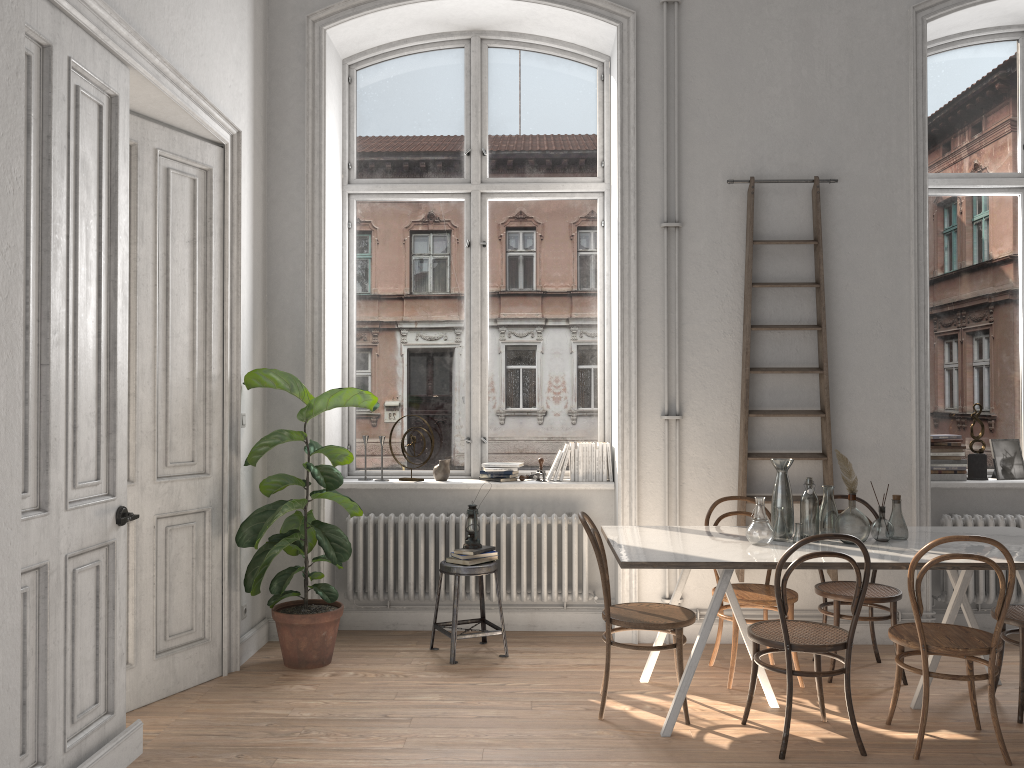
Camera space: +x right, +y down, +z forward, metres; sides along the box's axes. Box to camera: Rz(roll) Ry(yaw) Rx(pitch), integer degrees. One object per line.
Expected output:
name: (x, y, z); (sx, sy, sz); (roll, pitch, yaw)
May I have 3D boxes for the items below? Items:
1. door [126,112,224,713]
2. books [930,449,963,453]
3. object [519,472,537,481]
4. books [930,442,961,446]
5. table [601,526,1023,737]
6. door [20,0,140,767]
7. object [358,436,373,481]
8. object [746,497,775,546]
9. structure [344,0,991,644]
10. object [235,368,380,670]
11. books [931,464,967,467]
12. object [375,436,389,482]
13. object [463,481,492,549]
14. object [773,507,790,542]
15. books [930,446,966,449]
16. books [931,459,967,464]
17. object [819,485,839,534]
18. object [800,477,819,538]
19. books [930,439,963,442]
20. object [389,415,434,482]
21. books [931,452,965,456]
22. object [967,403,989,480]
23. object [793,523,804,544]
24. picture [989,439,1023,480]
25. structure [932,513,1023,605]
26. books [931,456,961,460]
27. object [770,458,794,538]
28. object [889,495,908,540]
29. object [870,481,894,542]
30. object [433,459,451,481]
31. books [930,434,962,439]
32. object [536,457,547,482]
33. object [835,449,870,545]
door: (-1.754, 0.123, 4.248); (0.216, 2.814, 1.097); (0, -1, 26)
books: (2.734, 0.421, 5.650); (0.205, 0.022, 0.155); (0, -1, -4)
object: (0.102, 0.598, 5.715); (0.088, 0.048, 0.153); (-1, -2, 41)
books: (2.721, 0.379, 5.652); (0.231, 0.023, 0.162); (0, -1, 17)
table: (1.566, 1.138, 4.196); (2.200, 0.779, 1.100); (0, -1, 1)
door: (-1.616, 0.095, 3.082); (0.216, 2.814, 1.097); (0, -1, 3)
object: (-0.951, 0.481, 5.764); (0.095, 0.289, 0.095); (-1, -1, 33)
object: (1.156, 0.637, 4.129); (0.132, 0.219, 0.132); (0, -1, -9)
structure: (1.539, -0.677, 5.466); (5.182, 4.473, 0.340); (0, -1, 1)
object: (1.391, 0.617, 4.636); (5.827, 1.842, 0.792); (0, -1, 6)
books: (2.731, 0.512, 5.652); (0.255, 0.014, 0.192); (0, -1, 5)
object: (-0.836, 0.480, 5.703); (0.095, 0.289, 0.095); (0, -1, 24)
object: (-0.206, 0.765, 5.197); (0.163, 0.383, 0.154); (0, -1, -25)
object: (1.287, 0.671, 4.252); (0.083, 0.158, 0.083); (0, -1, -3)
books: (2.729, 0.401, 5.651); (0.244, 0.019, 0.174); (0, -1, 1)
books: (2.729, 0.491, 5.654); (0.245, 0.028, 0.193); (0, -1, -4)
object: (1.541, 0.624, 4.320); (0.098, 0.255, 0.100); (0, -1, -22)
object: (1.426, 0.599, 4.251); (0.086, 0.301, 0.086); (0, -1, -13)
books: (2.734, 0.358, 5.652); (0.205, 0.020, 0.155); (0, -1, 1)
object: (-0.645, 0.411, 5.720); (0.347, 0.425, 0.087); (-1, -1, 34)
books: (2.738, 0.443, 5.656); (0.222, 0.024, 0.158); (0, -1, 1)
object: (2.963, 0.365, 5.651); (0.122, 0.488, 0.102); (-1, -1, 26)
object: (1.345, 0.700, 4.156); (0.058, 0.094, 0.058); (-1, -1, 30)
picture: (3.152, 0.484, 5.686); (0.221, 0.264, 0.149); (0, -1, -15)
structure: (3.386, 1.076, 5.467); (1.577, 0.552, 0.194); (0, -1, 1)
books: (2.734, 0.466, 5.650); (0.205, 0.022, 0.155); (0, -1, 16)
object: (1.331, 0.561, 4.366); (0.116, 0.383, 0.116); (0, -1, 13)
object: (1.868, 0.644, 4.305); (0.101, 0.211, 0.101); (-1, -1, 41)
object: (1.766, 0.607, 4.233); (0.107, 0.283, 0.107); (0, -1, -4)
object: (-0.453, 0.552, 5.709); (0.100, 0.142, 0.102); (0, -1, -24)
books: (2.729, 0.336, 5.662); (0.201, 0.024, 0.159); (0, -1, -9)
object: (0.186, 0.545, 5.658); (0.048, 0.153, 0.088); (0, -1, -29)
object: (1.595, 0.524, 4.160); (0.157, 0.446, 0.157); (0, -1, 19)
